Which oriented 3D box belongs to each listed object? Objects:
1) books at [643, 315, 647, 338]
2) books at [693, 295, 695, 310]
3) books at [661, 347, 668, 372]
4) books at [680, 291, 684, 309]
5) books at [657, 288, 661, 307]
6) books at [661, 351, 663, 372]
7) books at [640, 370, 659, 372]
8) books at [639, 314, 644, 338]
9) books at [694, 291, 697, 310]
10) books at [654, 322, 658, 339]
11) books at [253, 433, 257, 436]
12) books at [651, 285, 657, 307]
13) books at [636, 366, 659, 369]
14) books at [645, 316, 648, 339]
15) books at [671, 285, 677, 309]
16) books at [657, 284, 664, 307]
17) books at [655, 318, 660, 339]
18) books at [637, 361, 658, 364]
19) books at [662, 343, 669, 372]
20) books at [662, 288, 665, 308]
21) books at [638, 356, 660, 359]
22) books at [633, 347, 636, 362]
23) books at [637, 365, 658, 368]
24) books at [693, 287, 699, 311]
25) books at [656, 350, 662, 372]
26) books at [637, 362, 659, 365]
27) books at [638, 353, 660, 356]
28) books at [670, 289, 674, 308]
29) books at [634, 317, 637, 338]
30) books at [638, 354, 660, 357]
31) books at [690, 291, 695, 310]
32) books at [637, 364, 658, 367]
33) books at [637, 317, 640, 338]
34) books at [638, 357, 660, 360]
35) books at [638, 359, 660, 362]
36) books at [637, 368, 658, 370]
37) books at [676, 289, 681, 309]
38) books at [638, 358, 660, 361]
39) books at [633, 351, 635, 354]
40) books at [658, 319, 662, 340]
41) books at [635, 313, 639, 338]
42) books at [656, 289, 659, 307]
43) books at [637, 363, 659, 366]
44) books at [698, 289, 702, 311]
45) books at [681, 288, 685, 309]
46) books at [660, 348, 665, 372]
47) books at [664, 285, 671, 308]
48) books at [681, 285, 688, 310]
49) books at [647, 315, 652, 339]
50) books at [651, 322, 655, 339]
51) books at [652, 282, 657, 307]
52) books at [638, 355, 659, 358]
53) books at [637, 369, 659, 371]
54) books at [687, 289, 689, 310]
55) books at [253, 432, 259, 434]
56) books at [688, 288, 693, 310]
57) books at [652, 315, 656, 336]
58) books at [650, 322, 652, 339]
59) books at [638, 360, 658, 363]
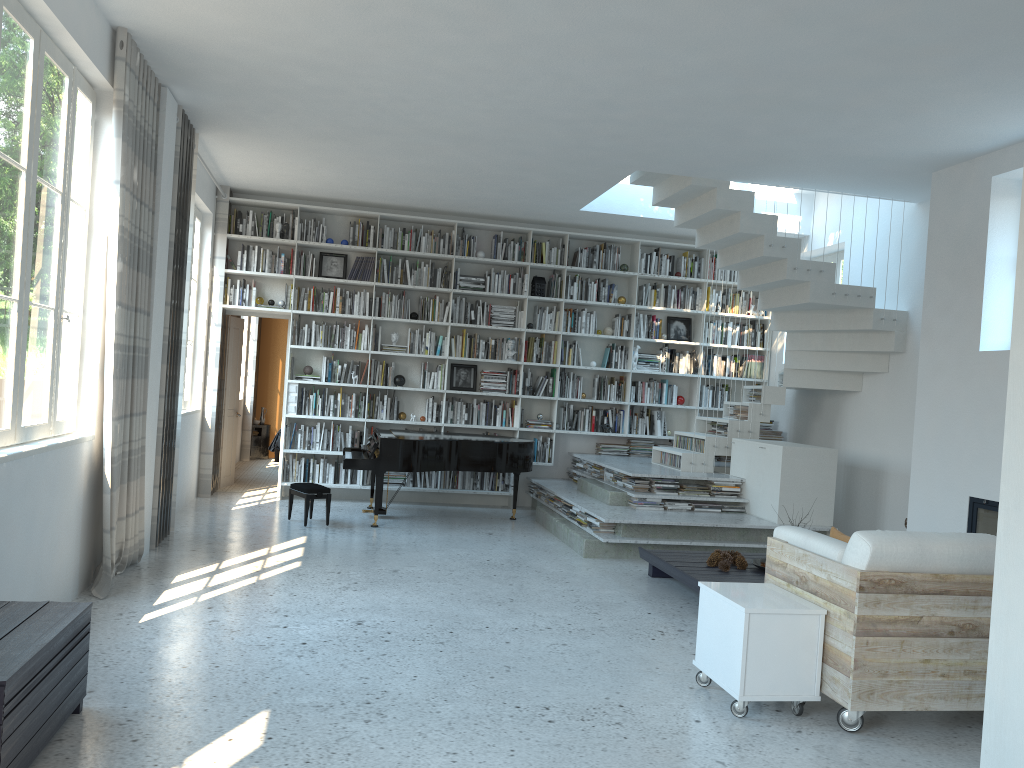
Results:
[{"bbox_3d":[1.524,-0.659,10.302,0.012,0.285,0.159,4,0,-11],"label":"books"},{"bbox_3d":[2.105,-0.968,10.406,0.014,0.246,0.142,4,0,-11],"label":"books"},{"bbox_3d":[1.765,-0.281,10.329,0.011,0.300,0.184,4,0,-11],"label":"books"},{"bbox_3d":[1.953,-0.964,10.355,0.031,0.217,0.165,4,0,-11],"label":"books"},{"bbox_3d":[1.688,-0.991,10.329,0.024,0.236,0.146,4,0,-11],"label":"books"},{"bbox_3d":[1.720,-0.258,10.356,0.023,0.247,0.138,4,0,-11],"label":"books"},{"bbox_3d":[1.546,-0.152,10.305,0.285,0.012,0.159,4,0,-16],"label":"books"},{"bbox_3d":[1.484,-0.664,10.287,0.065,0.289,0.145,4,0,-11],"label":"books"},{"bbox_3d":[2.123,-0.961,10.402,0.022,0.234,0.158,4,0,-11],"label":"books"},{"bbox_3d":[1.646,-0.615,10.314,0.033,0.213,0.152,4,0,-11],"label":"books"},{"bbox_3d":[-3.988,0.766,13.550,0.128,0.030,0.182,4,0,11],"label":"books"},{"bbox_3d":[1.629,-1.008,10.294,0.026,0.261,0.167,4,0,-11],"label":"books"},{"bbox_3d":[1.548,-0.188,10.304,0.285,0.012,0.159,4,0,-6],"label":"books"},{"bbox_3d":[1.549,-0.650,10.317,0.043,0.269,0.131,4,0,-11],"label":"books"},{"bbox_3d":[1.887,-1.001,10.358,0.048,0.283,0.162,4,0,-11],"label":"books"},{"bbox_3d":[1.718,-1.015,10.313,0.026,0.288,0.156,4,0,-11],"label":"books"},{"bbox_3d":[1.674,-0.633,10.319,0.021,0.253,0.167,4,0,-11],"label":"books"},{"bbox_3d":[1.552,-0.249,10.315,0.254,0.012,0.161,4,0,-11],"label":"books"},{"bbox_3d":[1.777,-0.300,10.330,0.010,0.339,0.180,4,0,-11],"label":"books"},{"bbox_3d":[1.740,-0.989,10.327,0.025,0.238,0.142,4,0,-11],"label":"books"},{"bbox_3d":[1.559,-0.309,10.311,0.285,0.012,0.159,4,0,-9],"label":"books"},{"bbox_3d":[1.391,-0.290,10.286,0.028,0.267,0.137,4,0,-11],"label":"books"},{"bbox_3d":[1.549,-0.200,10.307,0.254,0.012,0.161,4,0,-7],"label":"books"},{"bbox_3d":[2.149,-0.984,10.402,0.026,0.284,0.147,4,0,-11],"label":"books"},{"bbox_3d":[1.707,-0.262,10.335,0.012,0.254,0.161,4,0,-11],"label":"books"},{"bbox_3d":[1.553,-0.236,10.305,0.254,0.012,0.161,4,0,-16],"label":"books"},{"bbox_3d":[1.561,-0.345,10.311,0.285,0.012,0.159,4,0,-9],"label":"books"},{"bbox_3d":[1.836,-0.978,10.321,0.030,0.230,0.187,4,0,-11],"label":"books"},{"bbox_3d":[1.407,-0.652,10.290,0.030,0.253,0.128,4,0,-11],"label":"books"},{"bbox_3d":[1.560,-0.333,10.311,0.285,0.012,0.159,4,0,-13],"label":"books"},{"bbox_3d":[2.086,-0.967,10.385,0.030,0.241,0.162,4,0,-11],"label":"books"},{"bbox_3d":[1.549,-0.212,10.311,0.254,0.012,0.161,4,0,-9],"label":"books"},{"bbox_3d":[1.446,-0.646,10.275,0.011,0.248,0.155,4,0,-11],"label":"books"},{"bbox_3d":[1.559,-0.297,10.304,0.285,0.012,0.159,4,0,-16],"label":"books"},{"bbox_3d":[1.557,-0.273,10.309,0.285,0.012,0.159,4,0,-14],"label":"books"},{"bbox_3d":[1.547,-0.176,10.307,0.254,0.012,0.161,4,0,-15],"label":"books"},{"bbox_3d":[1.920,-0.977,10.341,0.014,0.240,0.189,4,0,-11],"label":"books"},{"bbox_3d":[1.557,-0.285,10.311,0.285,0.012,0.159,4,0,-9],"label":"books"},{"bbox_3d":[1.369,-0.269,10.251,0.027,0.221,0.184,4,0,-11],"label":"books"},{"bbox_3d":[1.699,-0.627,10.313,0.026,0.244,0.178,4,0,-11],"label":"books"},{"bbox_3d":[1.433,-0.673,10.281,0.015,0.301,0.140,4,0,-11],"label":"books"},{"bbox_3d":[1.664,-0.987,10.310,0.030,0.224,0.158,4,0,-11],"label":"books"},{"bbox_3d":[1.551,-0.224,10.311,0.285,0.012,0.159,4,0,-13],"label":"books"},{"bbox_3d":[2.176,-0.973,10.406,0.031,0.265,0.169,4,0,-11],"label":"books"},{"bbox_3d":[1.979,-0.985,10.369,0.023,0.264,0.156,4,0,-11],"label":"books"},{"bbox_3d":[1.748,-0.275,10.353,0.012,0.285,0.159,4,0,-11],"label":"books"},{"bbox_3d":[1.778,-1.000,10.281,0.032,0.265,0.245,4,0,-11],"label":"books"},{"bbox_3d":[2.004,-0.999,10.359,0.022,0.294,0.180,4,0,-11],"label":"books"},{"bbox_3d":[1.581,-0.657,10.298,0.012,0.287,0.176,4,0,-11],"label":"books"},{"bbox_3d":[1.612,-0.614,10.292,0.013,0.207,0.189,4,0,-11],"label":"books"},{"bbox_3d":[1.647,-1.024,10.306,0.011,0.296,0.162,4,0,-11],"label":"books"},{"bbox_3d":[1.559,-0.321,10.311,0.254,0.012,0.161,4,0,-9],"label":"books"},{"bbox_3d":[1.546,-0.164,10.307,0.285,0.012,0.159,4,0,-7],"label":"books"},{"bbox_3d":[2.031,-0.974,10.376,0.011,0.249,0.152,4,0,-11],"label":"books"},{"bbox_3d":[-3.990,0.740,13.549,0.133,0.022,0.189,4,0,40],"label":"books"},{"bbox_3d":[2.056,-0.984,10.371,0.036,0.272,0.177,4,0,-11],"label":"books"},{"bbox_3d":[1.626,-0.652,10.305,0.014,0.285,0.175,4,0,-11],"label":"books"},{"bbox_3d":[1.593,-0.646,10.315,0.020,0.267,0.152,4,0,-11],"label":"books"},{"bbox_3d":[1.557,-0.261,10.305,0.254,0.012,0.161,4,0,-6],"label":"books"}]
